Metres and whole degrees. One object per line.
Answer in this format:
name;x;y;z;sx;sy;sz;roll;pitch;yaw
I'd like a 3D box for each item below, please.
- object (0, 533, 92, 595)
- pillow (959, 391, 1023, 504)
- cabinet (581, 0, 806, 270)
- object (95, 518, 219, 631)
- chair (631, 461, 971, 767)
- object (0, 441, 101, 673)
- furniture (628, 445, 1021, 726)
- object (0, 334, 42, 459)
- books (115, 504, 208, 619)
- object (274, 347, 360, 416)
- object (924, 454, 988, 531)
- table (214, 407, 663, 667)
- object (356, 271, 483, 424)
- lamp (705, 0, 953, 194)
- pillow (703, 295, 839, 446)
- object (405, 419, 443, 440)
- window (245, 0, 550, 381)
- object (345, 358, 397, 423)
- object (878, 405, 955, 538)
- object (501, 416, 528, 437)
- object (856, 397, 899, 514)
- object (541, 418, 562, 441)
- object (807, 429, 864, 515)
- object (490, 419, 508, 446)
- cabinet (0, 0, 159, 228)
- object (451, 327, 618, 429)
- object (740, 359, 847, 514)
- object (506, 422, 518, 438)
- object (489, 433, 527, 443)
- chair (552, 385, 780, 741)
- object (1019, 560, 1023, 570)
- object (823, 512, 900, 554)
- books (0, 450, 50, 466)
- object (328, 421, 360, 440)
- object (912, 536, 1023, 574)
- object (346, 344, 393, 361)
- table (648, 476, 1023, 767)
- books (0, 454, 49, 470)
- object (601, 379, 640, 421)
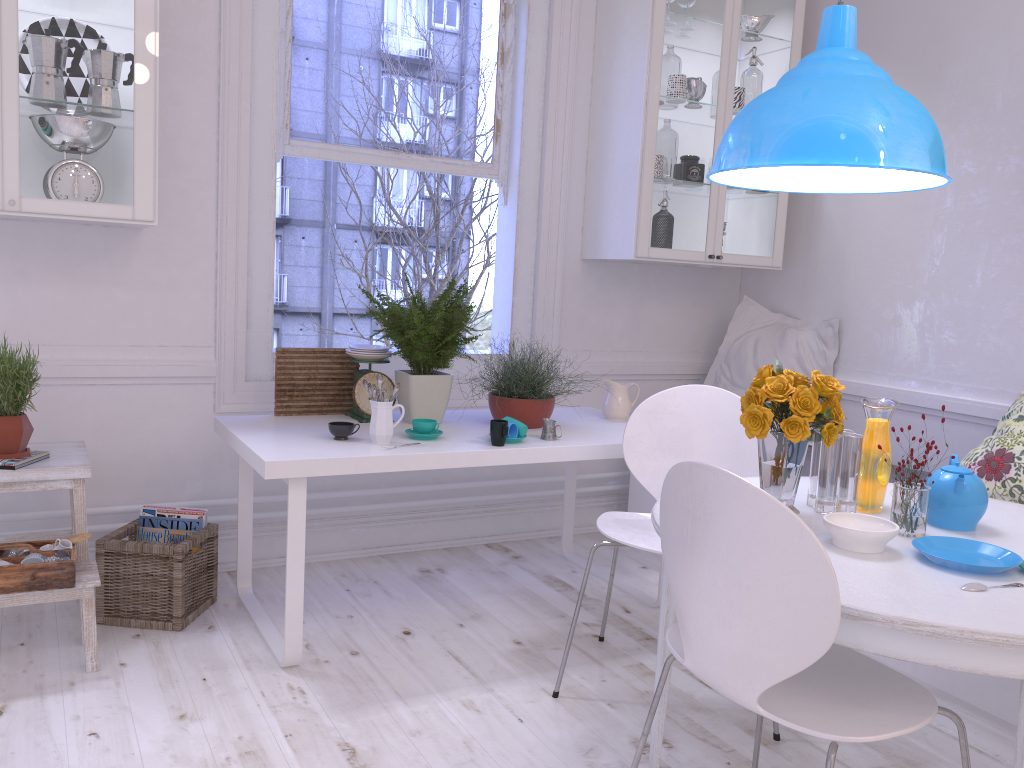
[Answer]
object;-1.327;0.476;2.390;0.358;0.110;0.211;0;8;-26
pillow;1.736;0.218;2.743;0.509;0.447;0.592;0;7;-24
cabinet;0.802;-1.180;3.856;0.823;1.311;0.425;-1;8;-29
object;-1.135;0.605;2.855;0.276;0.270;0.276;4;7;4
chair;0.519;0.551;1.648;0.483;0.845;0.604;-1;8;-29
object;-1.442;0.489;2.567;0.418;0.534;0.599;-1;8;-29
furniture;1.596;0.654;2.695;0.769;0.508;3.296;-1;8;-29
object;-1.429;0.021;2.529;0.196;0.367;0.186;5;7;16
books;-1.132;0.571;2.864;0.221;0.306;0.205;4;7;4
object;-0.682;-0.008;3.116;0.294;0.237;0.028;-1;8;-29
object;1.010;0.246;2.026;0.156;0.151;0.150;0;8;-25
table;-0.180;0.456;3.063;1.514;0.619;0.736;-1;8;-29
object;-0.305;-0.127;3.049;0.438;0.527;0.368;-1;8;-29
lamp;0.817;-1.461;2.057;0.568;1.948;0.568;4;7;5
pillow;1.158;-0.074;4.029;0.677;0.642;0.374;7;8;31
object;-0.277;0.142;2.797;0.121;0.055;0.121;5;7;12
window;-0.462;-0.911;3.593;1.234;1.782;0.181;-1;8;-29
object;-0.495;0.018;3.099;0.159;0.208;0.185;-1;8;-29
object;0.881;0.184;1.915;0.128;0.287;0.128;0;8;-27
object;0.003;0.138;2.834;0.082;0.059;0.069;9;9;39
object;0.874;0.169;2.131;0.094;0.267;0.116;3;7;-2
object;0.127;0.147;2.894;0.066;0.067;0.052;-1;8;-28
object;0.766;0.206;2.107;0.101;0.186;0.122;3;7;1
object;-0.041;0.152;2.730;0.055;0.077;0.070;3;7;-3
cabinet;-1.497;-1.156;2.601;0.823;1.311;0.425;-1;8;-29
object;0.050;-0.021;3.148;0.668;0.367;0.531;3;7;-4
object;0.634;0.125;2.032;0.235;0.351;0.234;6;8;26
object;-0.023;0.146;2.807;0.080;0.058;0.069;8;8;34
object;-0.013;0.171;2.820;0.121;0.021;0.121;5;7;12
chair;0.490;0.444;2.526;0.604;0.845;0.483;5;7;17
object;1.045;0.360;1.683;0.147;0.011;0.147;0;8;-26
object;0.710;0.306;1.811;0.147;0.052;0.147;5;7;14
books;-1.490;0.206;2.535;0.246;0.007;0.180;3;7;1
object;-0.519;0.144;2.701;0.082;0.048;0.079;6;7;21
object;0.891;0.338;1.742;0.196;0.023;0.196;-3;9;-41
object;-0.497;-0.109;3.091;0.164;0.047;0.163;6;7;20
table;0.861;0.640;1.958;1.140;0.629;1.140;3;7;0
books;-1.491;0.215;2.536;0.246;0.011;0.180;3;7;1
object;0.406;0.060;3.391;0.115;0.152;0.127;10;9;43
